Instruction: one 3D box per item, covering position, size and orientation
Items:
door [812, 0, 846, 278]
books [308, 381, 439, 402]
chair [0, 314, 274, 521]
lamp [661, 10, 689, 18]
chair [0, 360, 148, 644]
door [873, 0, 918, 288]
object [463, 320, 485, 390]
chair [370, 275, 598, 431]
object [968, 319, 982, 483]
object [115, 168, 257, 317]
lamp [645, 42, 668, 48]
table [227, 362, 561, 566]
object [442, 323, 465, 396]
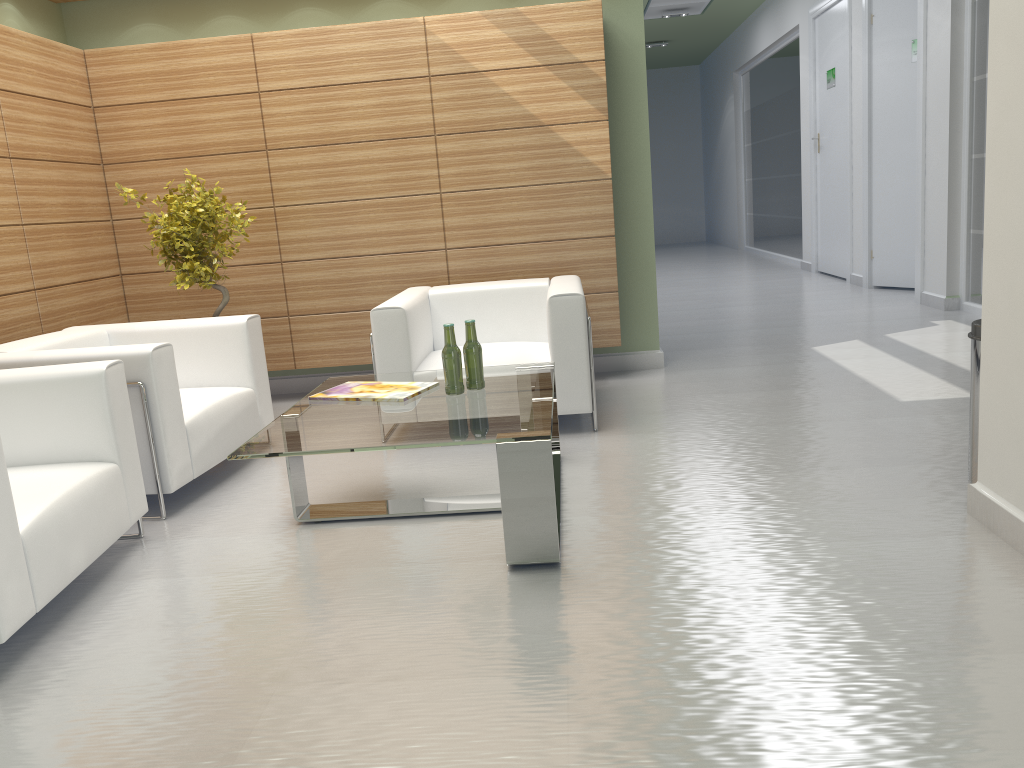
[{"bbox_3d":[6.245,-4.685,17.401,0.250,5.083,2.089,-4,12,4],"label":"door"},{"bbox_3d":[-0.964,0.050,6.216,0.762,0.025,0.508,0,13,24],"label":"books"},{"bbox_3d":[-3.127,0.205,7.161,1.769,1.234,1.894,-3,12,9],"label":"chair"},{"bbox_3d":[4.085,-9.289,22.199,0.657,0.159,0.286,-4,12,4],"label":"lamp"},{"bbox_3d":[-3.270,0.680,4.890,1.802,1.234,1.894,-5,11,-1],"label":"chair"},{"bbox_3d":[6.653,-4.071,14.227,0.134,5.083,2.089,-10,13,-25],"label":"door"},{"bbox_3d":[-0.266,-0.199,6.023,0.131,0.475,0.131,-12,13,-30],"label":"object"},{"bbox_3d":[-0.207,-0.282,8.371,1.894,1.234,1.802,-4,12,4],"label":"chair"},{"bbox_3d":[3.109,0.119,5.540,0.483,1.027,0.482,-10,13,-24],"label":"object"},{"bbox_3d":[-3.050,-0.789,8.621,1.201,2.565,1.116,-11,13,-27],"label":"object"},{"bbox_3d":[4.328,-10.199,26.562,0.657,0.159,0.286,-4,12,4],"label":"lamp"},{"bbox_3d":[-0.587,0.473,5.924,1.783,0.742,2.197,-4,12,4],"label":"table"},{"bbox_3d":[-0.401,-0.165,5.913,0.131,0.475,0.131,-12,13,-30],"label":"object"}]
